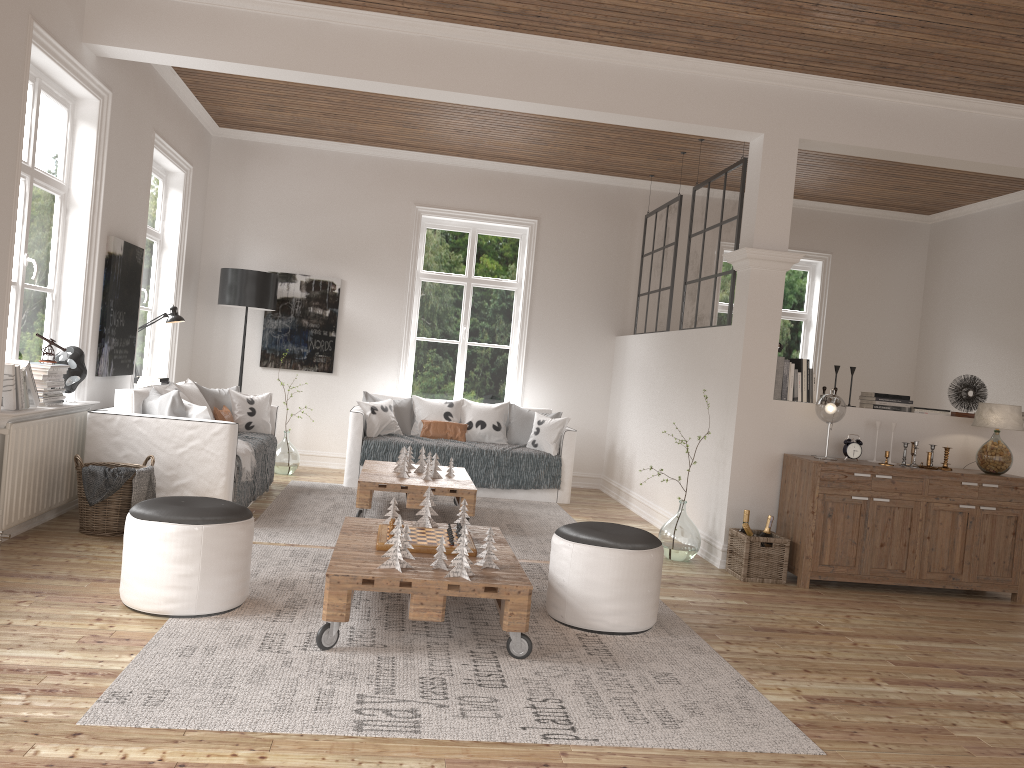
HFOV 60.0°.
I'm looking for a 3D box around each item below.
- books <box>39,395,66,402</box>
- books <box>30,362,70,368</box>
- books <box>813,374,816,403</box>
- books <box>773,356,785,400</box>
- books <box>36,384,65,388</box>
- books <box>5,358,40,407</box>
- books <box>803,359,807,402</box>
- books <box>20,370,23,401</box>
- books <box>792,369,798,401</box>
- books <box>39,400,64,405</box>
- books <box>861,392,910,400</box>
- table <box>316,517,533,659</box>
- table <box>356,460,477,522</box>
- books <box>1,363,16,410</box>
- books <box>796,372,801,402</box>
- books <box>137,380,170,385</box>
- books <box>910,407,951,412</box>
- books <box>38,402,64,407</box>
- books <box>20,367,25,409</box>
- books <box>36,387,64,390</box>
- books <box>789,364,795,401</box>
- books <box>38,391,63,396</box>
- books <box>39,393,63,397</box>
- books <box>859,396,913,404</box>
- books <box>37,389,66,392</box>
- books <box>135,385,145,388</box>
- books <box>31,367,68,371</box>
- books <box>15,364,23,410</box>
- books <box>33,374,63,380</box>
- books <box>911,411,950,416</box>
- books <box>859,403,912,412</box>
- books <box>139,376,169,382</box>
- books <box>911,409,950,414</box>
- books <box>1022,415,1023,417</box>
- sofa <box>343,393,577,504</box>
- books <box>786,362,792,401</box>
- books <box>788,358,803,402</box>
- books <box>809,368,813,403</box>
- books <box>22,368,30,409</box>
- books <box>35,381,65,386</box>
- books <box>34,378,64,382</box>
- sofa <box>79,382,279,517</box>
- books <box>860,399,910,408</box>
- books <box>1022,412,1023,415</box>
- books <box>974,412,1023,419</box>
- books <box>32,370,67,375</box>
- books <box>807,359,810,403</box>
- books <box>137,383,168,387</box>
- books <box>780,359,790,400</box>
[{"bbox_3d":[-2.662,0.076,4.987,0.176,0.025,0.331,5,1,-7],"label":"books"},{"bbox_3d":[-2.632,-0.105,4.981,0.182,0.016,0.288,5,1,-7],"label":"books"},{"bbox_3d":[1.908,0.027,5.696,0.045,0.185,0.152,5,1,-7],"label":"books"},{"bbox_3d":[1.665,-0.040,5.672,0.050,0.271,0.200,5,1,-7],"label":"books"},{"bbox_3d":[-2.650,0.005,4.995,0.161,0.012,0.254,5,1,-7],"label":"books"},{"bbox_3d":[-2.618,-0.006,4.680,0.176,0.255,0.226,5,1,-7],"label":"books"},{"bbox_3d":[1.836,-0.024,5.698,0.054,0.272,0.200,5,1,-7],"label":"books"},{"bbox_3d":[-2.599,0.010,4.546,0.152,0.232,0.104,5,1,-7],"label":"books"},{"bbox_3d":[1.783,0.007,5.659,0.044,0.203,0.141,5,1,-7],"label":"books"},{"bbox_3d":[-2.654,0.096,4.985,0.159,0.012,0.285,5,1,-7],"label":"books"},{"bbox_3d":[2.428,0.078,5.774,0.239,0.028,0.190,5,1,-5],"label":"books"},{"bbox_3d":[-0.386,0.868,3.917,0.821,0.300,1.189,5,1,-7],"label":"table"},{"bbox_3d":[-0.708,0.793,6.384,0.821,0.300,1.189,5,1,-7],"label":"table"},{"bbox_3d":[-2.597,0.007,4.470,0.172,0.239,0.093,5,1,-7],"label":"books"},{"bbox_3d":[1.807,0.018,5.658,0.042,0.185,0.125,5,1,-7],"label":"books"},{"bbox_3d":[-2.923,-0.016,7.203,0.212,0.023,0.258,5,1,-7],"label":"books"},{"bbox_3d":[2.698,0.162,5.816,0.251,0.012,0.202,5,1,-6],"label":"books"},{"bbox_3d":[-2.661,0.108,5.001,0.161,0.012,0.254,5,1,-7],"label":"books"},{"bbox_3d":[-2.607,0.016,4.575,0.161,0.218,0.101,5,1,-7],"label":"books"},{"bbox_3d":[-2.655,0.017,4.983,0.159,0.012,0.285,5,1,-7],"label":"books"},{"bbox_3d":[1.751,-0.014,5.688,0.031,0.236,0.200,5,1,-7],"label":"books"},{"bbox_3d":[-2.673,0.043,4.980,0.182,0.016,0.288,5,1,-7],"label":"books"},{"bbox_3d":[-2.662,0.057,4.999,0.161,0.013,0.254,5,1,-7],"label":"books"},{"bbox_3d":[2.434,0.104,5.779,0.258,0.023,0.212,5,1,-7],"label":"books"},{"bbox_3d":[-2.651,0.030,5.006,0.161,0.013,0.256,5,1,-7],"label":"books"},{"bbox_3d":[-2.926,0.034,7.204,0.191,0.032,0.258,5,1,-5],"label":"books"},{"bbox_3d":[-2.645,-0.090,4.985,0.182,0.016,0.288,5,1,-7],"label":"books"},{"bbox_3d":[-2.592,0.009,4.514,0.172,0.235,0.112,5,1,-7],"label":"books"},{"bbox_3d":[-2.663,-0.049,4.965,0.180,0.028,0.296,5,1,-7],"label":"books"},{"bbox_3d":[2.699,0.189,5.809,0.253,0.014,0.187,5,1,-7],"label":"books"},{"bbox_3d":[2.429,0.155,5.778,0.258,0.032,0.191,5,1,-5],"label":"books"},{"bbox_3d":[-2.917,-0.041,7.194,0.190,0.028,0.239,5,1,-5],"label":"books"},{"bbox_3d":[2.696,0.174,5.809,0.248,0.014,0.187,5,1,-9],"label":"books"},{"bbox_3d":[3.509,0.230,5.916,0.258,0.023,0.212,5,1,-7],"label":"books"},{"bbox_3d":[-0.469,0.549,7.949,1.960,0.776,0.866,5,1,-7],"label":"sofa"},{"bbox_3d":[1.735,-0.019,5.685,0.019,0.243,0.205,5,1,-7],"label":"books"},{"bbox_3d":[1.818,-0.027,5.693,0.038,0.274,0.200,5,1,-7],"label":"books"},{"bbox_3d":[1.883,0.008,5.693,0.047,0.219,0.171,5,1,-7],"label":"books"},{"bbox_3d":[-2.607,0.018,4.613,0.161,0.213,0.118,5,1,-7],"label":"books"},{"bbox_3d":[-2.657,-0.011,5.000,0.167,0.017,0.263,5,1,-7],"label":"books"},{"bbox_3d":[-2.668,-0.028,4.989,0.182,0.016,0.288,5,1,-7],"label":"books"},{"bbox_3d":[-2.215,0.415,6.212,0.866,0.776,1.960,5,1,-7],"label":"sofa"},{"bbox_3d":[2.424,0.127,5.770,0.242,0.023,0.191,5,1,-9],"label":"books"},{"bbox_3d":[3.518,0.208,5.925,0.242,0.023,0.191,5,1,-10],"label":"books"},{"bbox_3d":[3.238,0.211,5.887,0.253,0.014,0.187,5,1,3],"label":"books"},{"bbox_3d":[-2.647,-0.072,4.987,0.174,0.021,0.273,5,1,-7],"label":"books"},{"bbox_3d":[1.859,-0.023,5.703,0.048,0.274,0.210,5,1,-7],"label":"books"},{"bbox_3d":[-2.916,0.007,7.196,0.191,0.023,0.242,5,1,-9],"label":"books"},{"bbox_3d":[1.712,-0.028,5.676,0.046,0.257,0.193,5,1,-7],"label":"books"}]
